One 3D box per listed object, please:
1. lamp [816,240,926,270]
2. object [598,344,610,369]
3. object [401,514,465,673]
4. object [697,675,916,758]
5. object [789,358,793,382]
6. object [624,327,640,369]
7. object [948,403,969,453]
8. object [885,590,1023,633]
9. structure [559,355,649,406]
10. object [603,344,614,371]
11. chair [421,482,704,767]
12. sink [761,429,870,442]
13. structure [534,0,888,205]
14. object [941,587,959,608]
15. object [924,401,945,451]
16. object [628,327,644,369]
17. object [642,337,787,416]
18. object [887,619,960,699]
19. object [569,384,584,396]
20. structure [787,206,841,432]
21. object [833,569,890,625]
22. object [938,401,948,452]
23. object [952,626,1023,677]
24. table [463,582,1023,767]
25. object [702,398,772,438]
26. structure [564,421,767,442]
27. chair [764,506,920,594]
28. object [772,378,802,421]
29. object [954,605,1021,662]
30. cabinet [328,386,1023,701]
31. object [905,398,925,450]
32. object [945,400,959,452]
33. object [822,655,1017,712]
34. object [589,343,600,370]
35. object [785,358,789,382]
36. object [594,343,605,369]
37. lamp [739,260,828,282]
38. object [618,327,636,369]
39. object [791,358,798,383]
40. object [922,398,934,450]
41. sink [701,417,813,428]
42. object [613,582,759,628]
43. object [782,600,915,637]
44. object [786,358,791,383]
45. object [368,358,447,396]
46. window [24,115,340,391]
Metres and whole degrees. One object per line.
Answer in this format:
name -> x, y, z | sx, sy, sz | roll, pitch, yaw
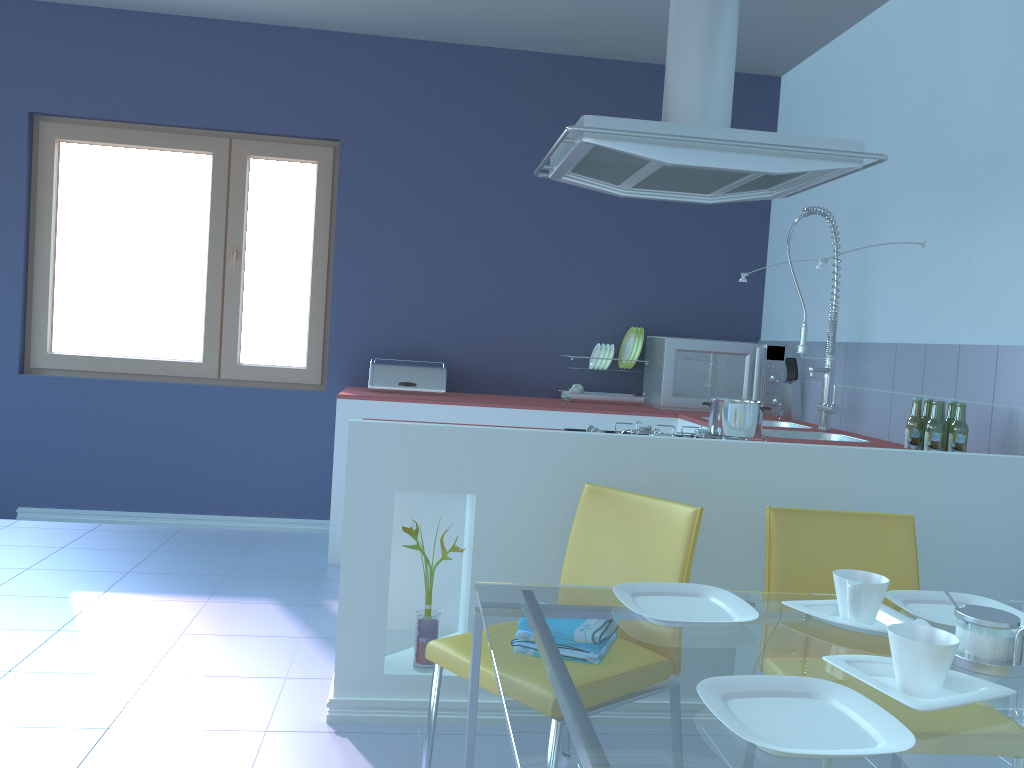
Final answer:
lamp -> 1.295, -0.468, 3.205 | 0.400, 0.134, 0.037 | 3, 3, -6
object -> 0.465, -0.136, 4.468 | 0.039, 0.136, 0.140 | 3, 3, -11
object -> -0.227, 0.565, 2.409 | 0.229, 0.423, 0.067 | 5, 3, 25
object -> 0.350, 0.408, 1.080 | 0.228, 0.020, 0.228 | 3, 3, -9
object -> 1.298, 0.011, 4.125 | 0.038, 0.265, 0.019 | 4, 3, 3
object -> 0.604, -0.182, 4.489 | 0.053, 0.214, 0.220 | 3, 3, -10
object -> 1.345, 0.151, 2.671 | 0.052, 0.187, 0.052 | 4, 3, 13
object -> 0.803, 0.412, 1.588 | 0.228, 0.020, 0.228 | 4, 3, -4
structure -> 0.460, -0.019, 4.473 | 0.408, 0.225, 0.194 | 3, 3, -10
object -> 0.489, -0.135, 4.472 | 0.039, 0.136, 0.140 | 3, 3, -11
chair -> 0.120, 0.599, 1.935 | 0.484, 0.695, 0.387 | 1, 4, -43
sink -> 1.103, 0.279, 3.378 | 0.428, 0.172, 0.326 | 3, 3, -6
structure -> 0.578, -1.081, 2.679 | 0.895, 0.962, 0.695 | 3, 3, -6
object -> 0.711, 0.368, 1.388 | 0.023, 0.079, 0.077 | 1, 4, -41
object -> 1.276, 0.146, 2.679 | 0.052, 0.187, 0.052 | 4, 3, 13
object -> 0.625, -0.181, 4.492 | 0.053, 0.214, 0.220 | 3, 3, -10
object -> 1.010, -0.043, 4.460 | 0.611, 0.350, 0.367 | 3, 3, -6
object -> 0.568, 0.383, 1.220 | 0.111, 0.083, 0.091 | 2, 3, -34
object -> 0.326, 0.040, 4.505 | 0.083, 0.082, 0.097 | 5, 3, 27
structure -> 1.243, -0.270, 3.609 | 0.178, 0.920, 0.308 | 3, 3, -8
object -> 0.585, 0.369, 1.514 | 0.111, 0.083, 0.091 | 2, 3, -24
object -> 1.310, 0.146, 2.728 | 0.052, 0.187, 0.052 | 4, 3, 13
object -> 0.735, 0.390, 1.344 | 0.123, 0.081, 0.166 | 3, 3, -15
table -> 0.531, 0.713, 1.351 | 1.173, 0.590, 0.730 | 3, 3, -6
object -> 0.670, 0.101, 2.654 | 0.170, 0.106, 0.157 | 3, 3, -23
structure -> 0.497, 0.161, 2.749 | 0.600, 0.047, 0.500 | 3, 3, -6
chair -> 0.740, 0.646, 1.827 | 0.387, 0.695, 0.484 | 4, 3, -4
object -> 1.288, 0.067, 4.135 | 0.109, 0.200, 0.100 | 3, 3, -6
object -> 0.730, 0.388, 1.365 | 0.090, 0.071, 0.087 | 1, 4, -41
cabinet -> 0.325, 0.486, 3.524 | 2.139, 0.800, 2.200 | 3, 3, -6
object -> 1.256, 0.139, 2.765 | 0.052, 0.190, 0.052 | 1, 4, -41
object -> 1.364, 0.146, 2.757 | 0.052, 0.190, 0.052 | 1, 4, -41
object -> 0.558, 0.415, 1.234 | 0.194, 0.020, 0.190 | 2, 3, -25
object -> 0.418, -0.139, 4.460 | 0.039, 0.136, 0.140 | 3, 3, -11
object -> 1.293, 0.008, 4.170 | 0.037, 0.265, 0.019 | 3, 3, -16
object -> 0.441, -0.137, 4.464 | 0.039, 0.136, 0.140 | 3, 3, -11
lamp -> 1.213, -0.511, 3.966 | 0.400, 0.134, 0.037 | 3, 3, -6
object -> 0.584, -0.183, 4.485 | 0.053, 0.214, 0.220 | 3, 3, -10
object -> 1.300, 0.012, 4.101 | 0.037, 0.265, 0.019 | 4, 3, 3
object -> 1.310, 0.141, 2.803 | 0.052, 0.190, 0.052 | 1, 4, -41
sink -> 1.053, 0.253, 3.850 | 0.428, 0.172, 0.326 | 3, 3, -6
object -> 0.294, 0.382, 1.523 | 0.228, 0.020, 0.228 | 3, 3, -9
object -> 0.589, 0.403, 1.503 | 0.194, 0.020, 0.190 | 3, 3, -15
object -> 1.296, 0.009, 4.149 | 0.038, 0.265, 0.019 | 4, 3, 3
object -> -0.503, -0.037, 4.302 | 0.364, 0.153, 0.235 | 3, 3, -6
window -> -1.634, -0.635, 4.421 | 1.475, 1.263, 0.142 | 3, 3, -6
